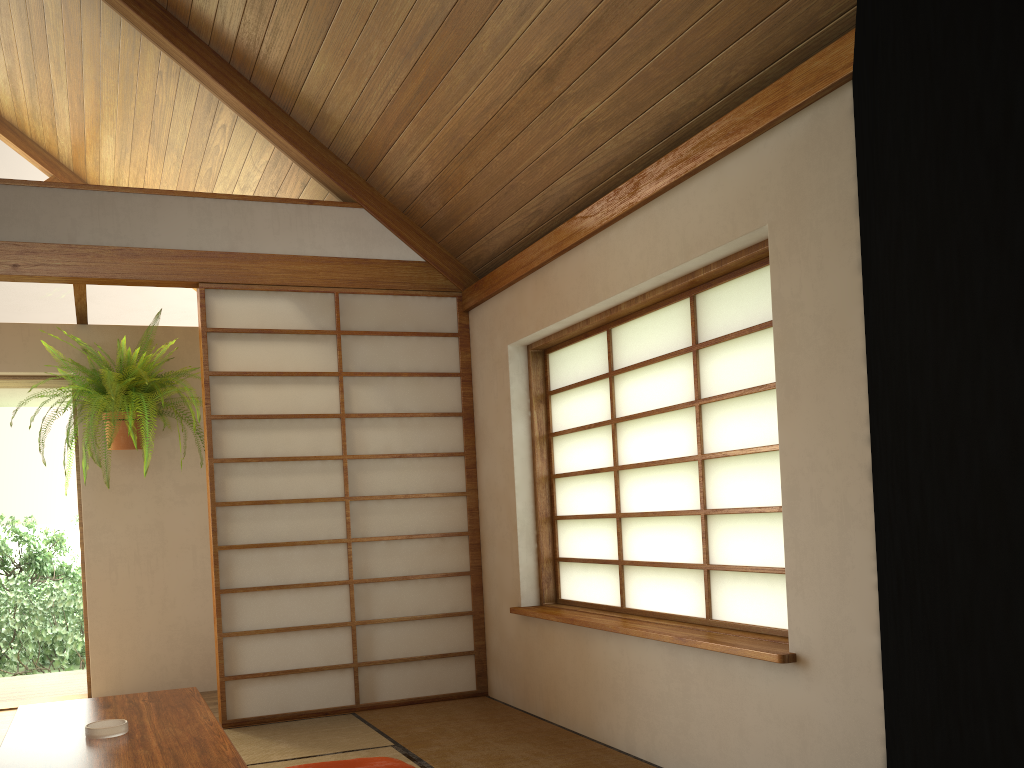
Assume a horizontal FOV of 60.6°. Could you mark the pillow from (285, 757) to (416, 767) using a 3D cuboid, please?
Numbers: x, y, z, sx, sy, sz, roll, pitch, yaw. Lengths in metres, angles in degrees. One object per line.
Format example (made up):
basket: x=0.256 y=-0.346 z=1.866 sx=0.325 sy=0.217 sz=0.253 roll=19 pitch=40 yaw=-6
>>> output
pillow: x=-0.526 y=1.286 z=2.768 sx=0.530 sy=0.131 sz=0.596 roll=1 pitch=-9 yaw=-23

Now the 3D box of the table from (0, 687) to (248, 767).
table: x=-1.150 y=1.177 z=2.540 sx=0.572 sy=0.334 sz=1.275 roll=0 pitch=-8 yaw=-24

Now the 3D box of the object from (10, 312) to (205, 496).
object: x=-2.219 y=0.131 z=5.084 sx=1.203 sy=1.123 sz=1.126 roll=-1 pitch=-5 yaw=-29

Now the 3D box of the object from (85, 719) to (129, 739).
object: x=-1.164 y=0.990 z=2.515 sx=0.128 sy=0.030 sz=0.111 roll=-10 pitch=-11 yaw=41
